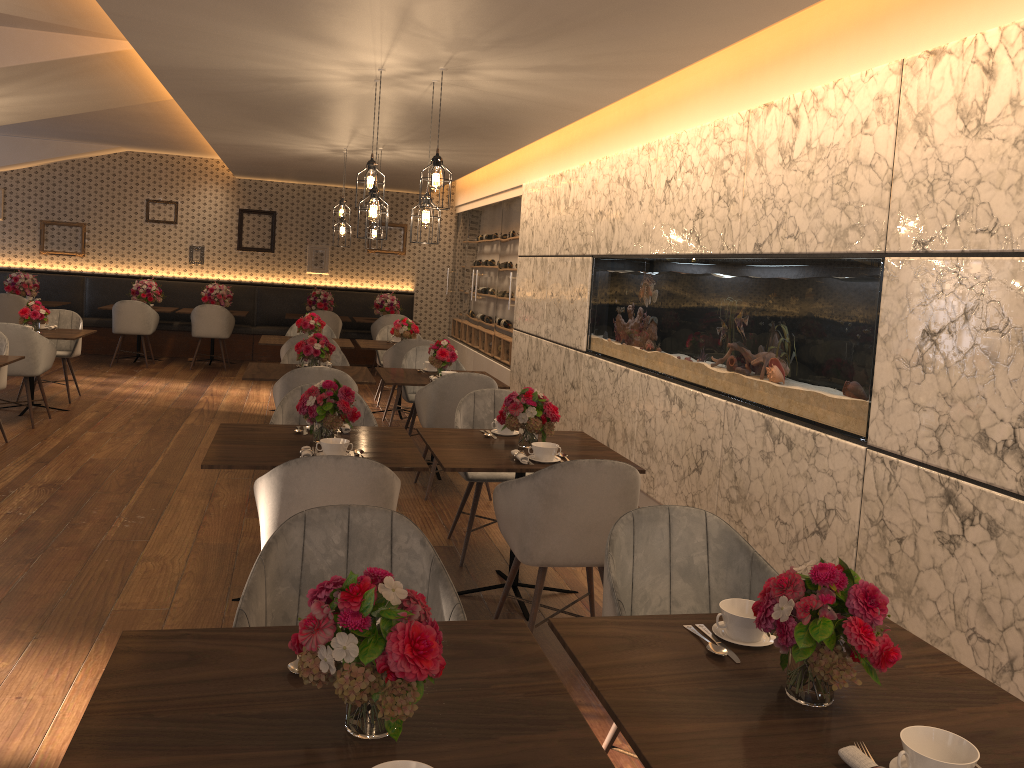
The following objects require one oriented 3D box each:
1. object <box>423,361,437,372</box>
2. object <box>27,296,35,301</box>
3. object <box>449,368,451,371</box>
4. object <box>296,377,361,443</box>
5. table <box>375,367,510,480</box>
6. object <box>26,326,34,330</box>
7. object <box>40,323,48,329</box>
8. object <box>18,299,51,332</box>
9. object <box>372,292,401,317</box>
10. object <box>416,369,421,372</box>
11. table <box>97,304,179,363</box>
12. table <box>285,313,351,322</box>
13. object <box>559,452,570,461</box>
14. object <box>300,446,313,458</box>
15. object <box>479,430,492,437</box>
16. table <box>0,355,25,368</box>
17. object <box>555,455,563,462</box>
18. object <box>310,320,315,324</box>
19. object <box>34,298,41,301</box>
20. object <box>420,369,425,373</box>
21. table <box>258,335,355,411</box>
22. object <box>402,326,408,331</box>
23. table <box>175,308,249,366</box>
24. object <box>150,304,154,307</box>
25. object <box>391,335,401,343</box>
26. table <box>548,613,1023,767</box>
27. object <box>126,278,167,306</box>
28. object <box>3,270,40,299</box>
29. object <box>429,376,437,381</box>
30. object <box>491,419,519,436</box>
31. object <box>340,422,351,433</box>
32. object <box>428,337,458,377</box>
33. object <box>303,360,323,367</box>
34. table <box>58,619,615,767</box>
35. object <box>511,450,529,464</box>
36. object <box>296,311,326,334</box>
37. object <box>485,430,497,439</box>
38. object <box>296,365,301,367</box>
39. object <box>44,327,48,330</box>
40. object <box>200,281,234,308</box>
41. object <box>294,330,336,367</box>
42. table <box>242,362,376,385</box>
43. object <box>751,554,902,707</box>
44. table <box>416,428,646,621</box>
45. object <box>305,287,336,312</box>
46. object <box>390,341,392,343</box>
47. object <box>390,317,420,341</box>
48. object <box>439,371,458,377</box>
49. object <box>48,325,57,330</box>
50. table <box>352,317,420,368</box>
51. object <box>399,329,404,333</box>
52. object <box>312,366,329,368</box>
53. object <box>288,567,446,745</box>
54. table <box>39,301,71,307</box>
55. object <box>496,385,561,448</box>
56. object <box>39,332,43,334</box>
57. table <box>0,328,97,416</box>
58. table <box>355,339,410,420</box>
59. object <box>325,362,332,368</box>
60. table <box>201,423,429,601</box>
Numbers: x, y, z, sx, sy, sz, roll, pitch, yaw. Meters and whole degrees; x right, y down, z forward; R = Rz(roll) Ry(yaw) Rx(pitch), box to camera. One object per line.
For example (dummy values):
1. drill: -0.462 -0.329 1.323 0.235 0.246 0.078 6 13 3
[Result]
1. object: -0.632 -0.136 7.013 0.148 0.072 0.149 -1 8 -36
2. object: -6.572 -1.169 12.035 0.149 0.072 0.148 8 8 33
3. object: -0.522 -0.116 7.042 0.056 0.039 0.176 2 7 -14
4. object: -0.846 0.113 4.025 0.305 0.300 0.235 6 6 19
5. table: -0.576 0.301 6.740 0.895 0.718 0.901 2 6 -14
6. object: -4.261 -0.469 7.733 0.149 0.072 0.148 10 9 43
7. object: -4.438 -0.555 8.314 0.149 0.072 0.148 10 9 43
8. object: -4.301 -0.618 7.984 0.234 0.300 0.306 4 6 5
9. object: -1.812 -1.128 12.809 0.406 0.423 0.420 7 6 30
10. object: -0.731 -0.109 6.971 0.043 0.015 0.198 3 7 -10
11. table: -5.105 -0.683 12.122 0.895 0.718 0.901 2 6 -14
12. table: -2.800 -0.602 12.687 0.895 0.718 0.901 2 6 -14
13. object: 0.249 0.336 3.986 0.043 0.015 0.198 2 8 -18
14. object: -0.857 0.287 3.694 0.056 0.039 0.176 2 7 -14
15. object: -0.138 0.248 4.476 0.043 0.015 0.198 2 8 -18
16. table: -3.824 0.205 5.793 0.895 0.718 0.901 2 6 -14
17. object: 0.213 0.339 3.984 0.022 0.004 0.212 2 7 -14
18. object: -2.008 -0.615 8.847 0.077 0.052 0.045 9 7 38
19. object: -6.463 -1.148 12.063 0.056 0.039 0.176 2 7 -14
20. object: -0.703 -0.101 6.972 0.022 0.004 0.212 2 7 -14
21. table: -2.085 -0.075 8.913 0.895 0.718 0.901 2 6 -14
22. object: -1.103 -0.571 9.037 0.048 0.052 0.077 0 7 -34
23. table: -4.174 -0.651 12.350 0.895 0.718 0.901 2 6 -14
24. object: -5.057 -1.099 12.408 0.056 0.039 0.176 2 7 -14
25. object: -1.210 -0.480 9.415 0.148 0.072 0.149 -1 8 -36
26. table: 0.603 1.002 1.841 0.895 0.718 0.901 2 6 -14
27. object: -4.998 -1.249 12.107 0.406 0.423 0.420 7 6 30
28. object: -6.454 -1.289 11.658 0.419 0.423 0.407 1 6 -26
29. object: -0.566 -0.038 6.406 0.056 0.039 0.176 2 7 -14
30. object: -0.031 0.220 4.519 0.148 0.072 0.148 7 8 28
31. object: -0.813 0.209 4.329 0.056 0.039 0.176 2 7 -14
32. object: -0.516 -0.207 6.720 0.234 0.300 0.307 3 6 -12
33. object: -1.523 -0.168 6.795 0.148 0.072 0.149 -1 8 -36
34. table: -0.327 0.969 1.613 0.895 0.718 0.901 2 6 -14
35. object: 0.034 0.319 3.912 0.056 0.039 0.176 2 7 -14
36. object: -2.026 -0.587 8.924 0.305 0.300 0.235 0 7 -36
37. object: -0.103 0.255 4.478 0.022 0.004 0.212 2 7 -14
38. object: -1.630 -0.141 6.751 0.043 0.015 0.198 2 8 -18
39. object: -4.360 -0.527 8.325 0.025 0.024 0.194 2 7 -14
40. object: -4.070 -1.205 12.231 0.419 0.423 0.407 3 6 -12
41. object: -1.447 -0.244 6.522 0.305 0.300 0.235 0 7 -36
42. table: -1.506 0.268 6.512 0.895 0.718 0.901 2 6 -14
43. object: 0.621 0.492 1.800 0.234 0.300 0.306 0 7 -39
44. table: 0.025 0.658 4.242 0.895 0.718 0.901 2 6 -14
45. object: -2.721 -1.159 12.575 0.406 0.423 0.421 7 6 28
46. object: -1.282 -0.445 9.374 0.022 0.004 0.212 2 7 -14
47. object: -1.097 -0.550 9.119 0.305 0.300 0.235 5 5 8
48. object: -0.455 -0.051 6.432 0.148 0.072 0.149 -1 8 -36
49. object: -4.329 -0.534 8.342 0.056 0.039 0.176 2 7 -14
50. table: -1.869 -0.569 12.915 0.895 0.718 0.901 2 6 -14
51. object: -1.131 -0.544 9.046 0.049 0.052 0.078 3 6 -4
52. object: -1.346 -0.082 6.214 0.148 0.072 0.149 -1 8 -36
53. object: -0.245 0.464 1.580 0.306 0.300 0.234 8 6 33
54. table: -6.478 -0.732 11.785 0.895 0.718 0.901 2 6 -14
55. object: 0.082 0.149 4.223 0.305 0.300 0.235 5 5 8
56. object: -4.165 -0.439 7.778 0.043 0.015 0.198 3 7 -10
57. table: -4.366 -0.117 8.045 0.895 0.718 0.901 2 6 -14
58. table: -1.154 -0.042 9.141 0.895 0.718 0.901 2 6 -14
59. object: -1.414 -0.147 6.823 0.056 0.039 0.176 2 7 -14
60. table: -0.905 0.625 4.014 0.895 0.718 0.901 2 6 -14
